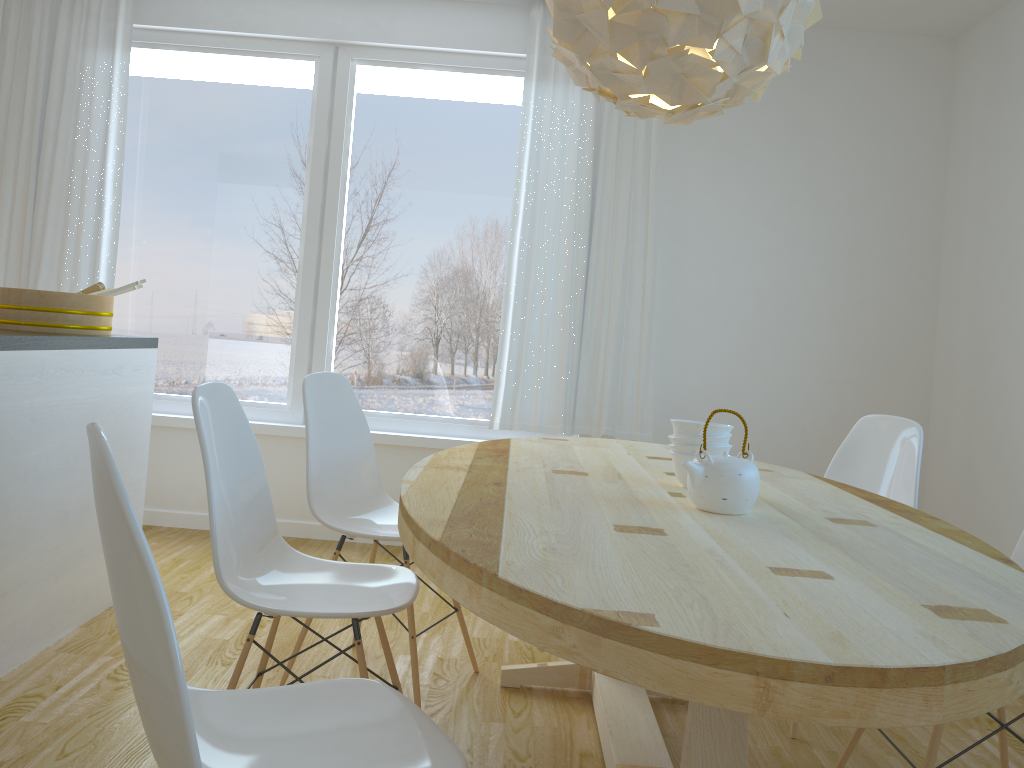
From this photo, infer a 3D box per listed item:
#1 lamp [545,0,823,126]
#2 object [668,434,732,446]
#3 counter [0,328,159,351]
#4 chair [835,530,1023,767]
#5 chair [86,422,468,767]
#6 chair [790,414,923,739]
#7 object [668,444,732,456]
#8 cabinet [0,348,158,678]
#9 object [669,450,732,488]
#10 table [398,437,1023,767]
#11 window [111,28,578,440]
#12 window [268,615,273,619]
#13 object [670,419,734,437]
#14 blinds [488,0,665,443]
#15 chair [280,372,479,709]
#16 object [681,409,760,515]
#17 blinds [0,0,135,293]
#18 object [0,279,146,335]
[{"bbox_3d":[0.410,-1.167,2.071,0.647,1.136,0.639,5,0,0],"label":"lamp"},{"bbox_3d":[0.450,0.161,2.133,0.151,0.096,0.152,5,2,17],"label":"object"},{"bbox_3d":[-1.645,-0.122,2.142,0.600,0.040,2.402,5,3,0],"label":"counter"},{"bbox_3d":[1.083,0.584,2.015,0.523,0.902,0.430,5,0,0],"label":"chair"},{"bbox_3d":[-0.316,0.511,1.190,0.522,0.902,0.431,5,0,-30],"label":"chair"},{"bbox_3d":[0.969,0.538,2.769,0.522,0.902,0.430,5,0,-25],"label":"chair"},{"bbox_3d":[0.450,0.185,2.132,0.151,0.093,0.151,6,2,40],"label":"object"},{"bbox_3d":[-1.683,0.352,2.135,0.600,0.909,2.402,5,2,0],"label":"cabinet"},{"bbox_3d":[0.452,0.209,2.130,0.152,0.082,0.151,6,2,40],"label":"object"},{"bbox_3d":[0.326,0.609,2.033,1.193,0.725,2.192,5,2,-1],"label":"table"},{"bbox_3d":[-0.957,-0.755,4.475,2.726,1.920,0.088,5,-1,1],"label":"window"},{"bbox_3d":[0.837,-0.414,1.531,2.549,2.055,1.880,5,1,1],"label":"window"},{"bbox_3d":[0.455,0.133,2.135,0.152,0.087,0.151,6,2,29],"label":"object"},{"bbox_3d":[0.367,-0.822,4.270,0.795,2.161,0.150,5,-1,1],"label":"blinds"},{"bbox_3d":[-0.383,0.434,2.683,0.524,0.902,0.429,5,0,20],"label":"chair"},{"bbox_3d":[0.428,0.156,1.842,0.177,0.212,0.147,5,0,0],"label":"object"},{"bbox_3d":[-2.289,-1.036,4.298,0.795,2.161,0.150,5,-1,0],"label":"blinds"},{"bbox_3d":[-1.587,-0.290,3.120,0.379,0.214,0.429,6,2,29],"label":"object"}]
